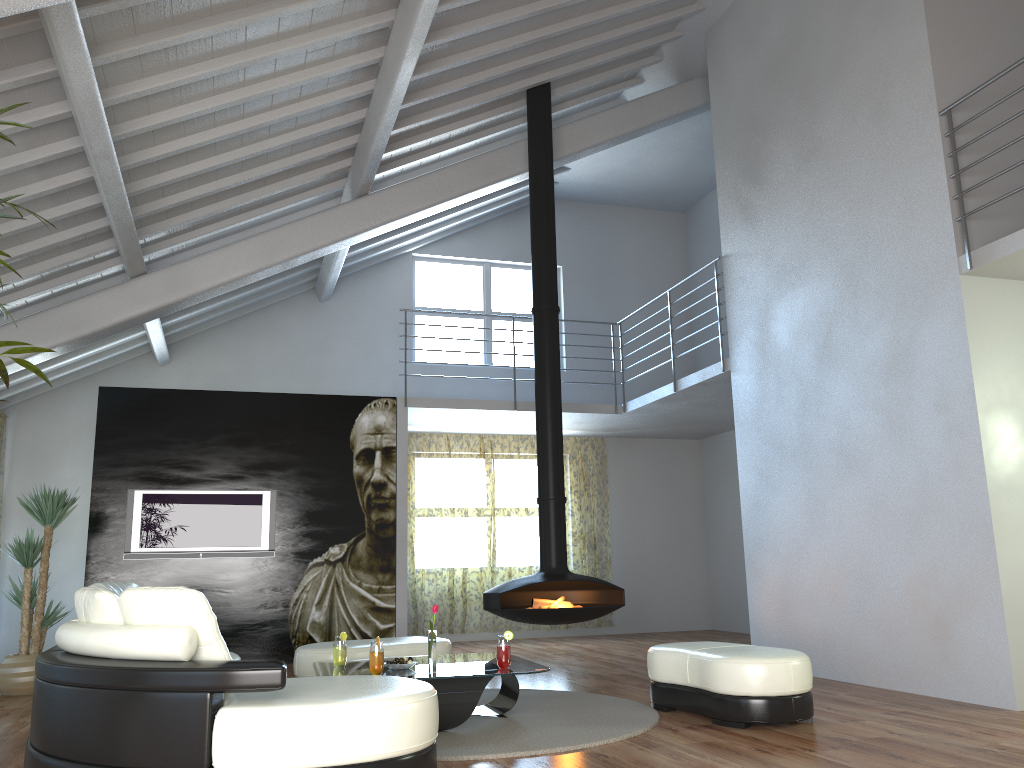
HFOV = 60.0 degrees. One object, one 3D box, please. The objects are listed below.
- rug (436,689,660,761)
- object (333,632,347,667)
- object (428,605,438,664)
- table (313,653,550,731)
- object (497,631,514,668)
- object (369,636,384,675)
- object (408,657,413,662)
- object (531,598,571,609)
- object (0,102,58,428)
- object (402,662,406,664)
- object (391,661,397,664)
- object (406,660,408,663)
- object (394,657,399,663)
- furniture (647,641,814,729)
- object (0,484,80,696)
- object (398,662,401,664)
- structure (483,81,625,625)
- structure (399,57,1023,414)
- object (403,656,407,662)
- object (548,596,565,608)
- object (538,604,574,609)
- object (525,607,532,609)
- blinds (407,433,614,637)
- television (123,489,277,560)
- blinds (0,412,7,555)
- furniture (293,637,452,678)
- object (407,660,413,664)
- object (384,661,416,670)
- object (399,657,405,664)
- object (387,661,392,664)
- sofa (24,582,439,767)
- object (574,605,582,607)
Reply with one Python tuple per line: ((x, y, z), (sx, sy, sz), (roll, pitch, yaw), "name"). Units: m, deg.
((-0.330, 1.889, 5.029), (2.313, 0.020, 2.307), (-12, -16, 42), "rug")
((-0.966, 1.490, 4.978), (0.075, 0.192, 0.081), (1, -12, -12), "object")
((-0.459, 1.430, 5.072), (0.069, 0.323, 0.060), (9, -16, -40), "object")
((-0.484, 1.714, 4.933), (1.201, 0.290, 1.201), (2, -12, -14), "table")
((-0.043, 1.419, 4.744), (0.075, 0.192, 0.081), (9, -16, -41), "object")
((-0.696, 1.394, 4.551), (0.075, 0.192, 0.081), (-5, -12, 17), "object")
((-0.557, 1.513, 4.865), (0.030, 0.033, 0.030), (8, -15, -37), "object")
((0.316, 1.804, 7.211), (0.317, 0.129, 0.109), (0, -12, -7), "object")
((-2.145, 0.219, 2.904), (1.177, 2.473, 1.399), (-3, -12, 7), "object")
((-0.581, 1.511, 4.766), (0.032, 0.031, 0.031), (9, -16, -40), "object")
((-0.635, 1.503, 4.760), (0.031, 0.031, 0.032), (-4, -12, 11), "object")
((-0.581, 1.530, 4.859), (0.031, 0.031, 0.032), (0, -12, -7), "object")
((-0.627, 1.508, 4.838), (0.030, 0.031, 0.031), (2, -12, -14), "object")
((1.219, 1.672, 5.013), (0.596, 0.367, 1.134), (4, -13, -23), "furniture")
((-3.672, 1.558, 6.807), (0.588, 1.586, 0.564), (-5, -12, 16), "object")
((-0.613, 1.527, 4.816), (0.031, 0.030, 0.032), (-5, -12, 18), "object")
((0.287, -0.753, 7.688), (1.176, 5.494, 0.851), (3, -13, -18), "structure")
((1.536, -1.255, 4.963), (2.536, 1.055, 10.133), (2, -12, -17), "structure")
((-0.592, 1.505, 4.846), (0.029, 0.032, 0.032), (-10, -15, 36), "object")
((0.357, 1.772, 7.141), (0.040, 0.117, 0.268), (-8, -14, 29), "object")
((0.355, 1.822, 7.127), (0.285, 0.103, 0.095), (2, -12, -17), "object")
((0.211, 1.850, 7.233), (0.302, 0.127, 0.089), (9, -16, -41), "object")
((-0.105, 1.764, 10.594), (2.780, 2.324, 0.306), (2, -12, -17), "blinds")
((-2.922, 1.321, 8.373), (1.336, 0.639, 0.044), (2, -12, -17), "television")
((-4.999, 1.313, 7.964), (0.306, 2.546, 2.780), (2, -12, -17), "blinds")
((-0.944, 1.949, 6.089), (1.134, 0.367, 0.596), (7, -14, -33), "furniture")
((-0.556, 1.522, 4.835), (0.030, 0.032, 0.032), (2, -12, -14), "object")
((-0.608, 1.529, 4.812), (0.178, 0.031, 0.178), (4, -13, -24), "object")
((-0.595, 1.492, 4.786), (0.030, 0.034, 0.030), (7, -15, -35), "object")
((-0.660, 1.507, 4.778), (0.032, 0.031, 0.030), (1, -12, -9), "object")
((-1.579, 1.344, 4.212), (1.359, 0.805, 3.047), (8, -15, -37), "sofa")
((0.444, 1.865, 7.281), (0.274, 0.082, 0.066), (2, -12, -17), "object")
